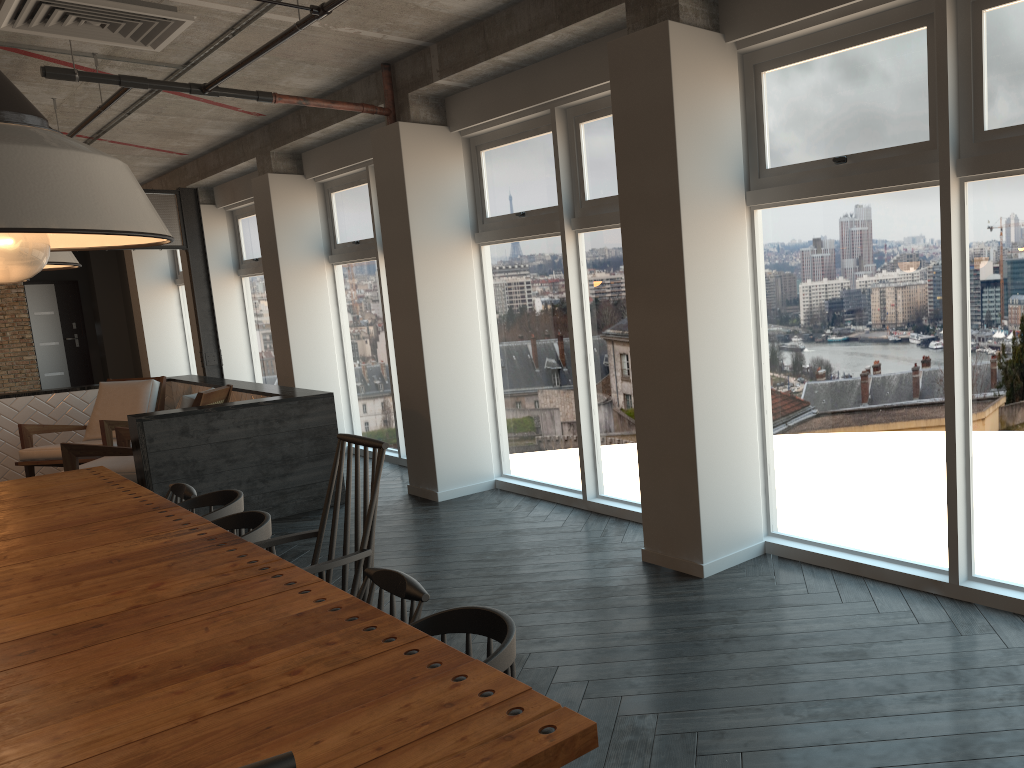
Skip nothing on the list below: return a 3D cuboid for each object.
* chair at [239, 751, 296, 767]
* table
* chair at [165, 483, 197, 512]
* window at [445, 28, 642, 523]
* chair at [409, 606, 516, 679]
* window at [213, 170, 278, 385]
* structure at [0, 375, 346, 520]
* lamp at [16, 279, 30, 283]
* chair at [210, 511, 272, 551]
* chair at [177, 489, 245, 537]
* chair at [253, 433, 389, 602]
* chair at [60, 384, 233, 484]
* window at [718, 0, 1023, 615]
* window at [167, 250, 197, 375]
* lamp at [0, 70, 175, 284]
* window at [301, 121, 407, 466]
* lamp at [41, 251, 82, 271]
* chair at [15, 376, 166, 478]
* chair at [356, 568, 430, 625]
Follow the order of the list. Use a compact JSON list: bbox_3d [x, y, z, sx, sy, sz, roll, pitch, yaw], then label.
[{"bbox_3d":[-0.438,0.877,0.930,0.529,1.037,0.417,-10,9,-34],"label":"chair"},{"bbox_3d":[-1.342,0.914,2.167,1.391,0.794,3.180,-9,8,-38],"label":"table"},{"bbox_3d":[-1.564,0.817,3.489,0.537,0.729,0.318,-10,9,-39],"label":"chair"},{"bbox_3d":[0.403,-0.584,5.434,0.287,2.887,2.113,-11,10,-38],"label":"window"},{"bbox_3d":[-0.192,0.917,1.819,0.516,0.740,0.318,-10,9,-39],"label":"chair"},{"bbox_3d":[-2.584,-0.822,9.144,0.287,2.887,2.113,-11,10,-38],"label":"window"},{"bbox_3d":[-4.067,0.005,5.767,4.600,2.123,3.142,-9,8,-39],"label":"structure"},{"bbox_3d":[-1.429,-1.043,1.809,0.416,1.745,0.314,-9,9,-28],"label":"lamp"},{"bbox_3d":[-1.041,0.850,2.865,0.516,0.740,0.318,-10,9,-39],"label":"chair"},{"bbox_3d":[-1.261,0.821,3.244,0.516,0.740,0.318,-10,9,-39],"label":"chair"},{"bbox_3d":[-0.643,0.710,2.585,0.568,1.037,0.389,-11,9,-38],"label":"chair"},{"bbox_3d":[-2.564,0.512,5.974,0.990,0.910,0.682,-5,7,-6],"label":"chair"},{"bbox_3d":[1.895,-0.465,3.580,0.287,2.887,2.113,-11,10,-38],"label":"window"},{"bbox_3d":[-4.079,-0.941,11.002,0.287,2.887,2.113,-11,10,-38],"label":"window"},{"bbox_3d":[-0.716,-0.986,0.923,0.370,1.745,0.360,-5,8,2],"label":"lamp"},{"bbox_3d":[-1.089,-0.703,7.287,0.287,2.887,2.113,-11,10,-38],"label":"window"},{"bbox_3d":[-1.073,-1.014,1.367,0.312,1.745,0.418,1,10,40],"label":"lamp"},{"bbox_3d":[-3.471,0.444,7.060,0.692,0.910,0.978,-3,7,14],"label":"chair"},{"bbox_3d":[-0.461,0.899,2.173,0.537,0.729,0.318,-10,9,-39],"label":"chair"}]
